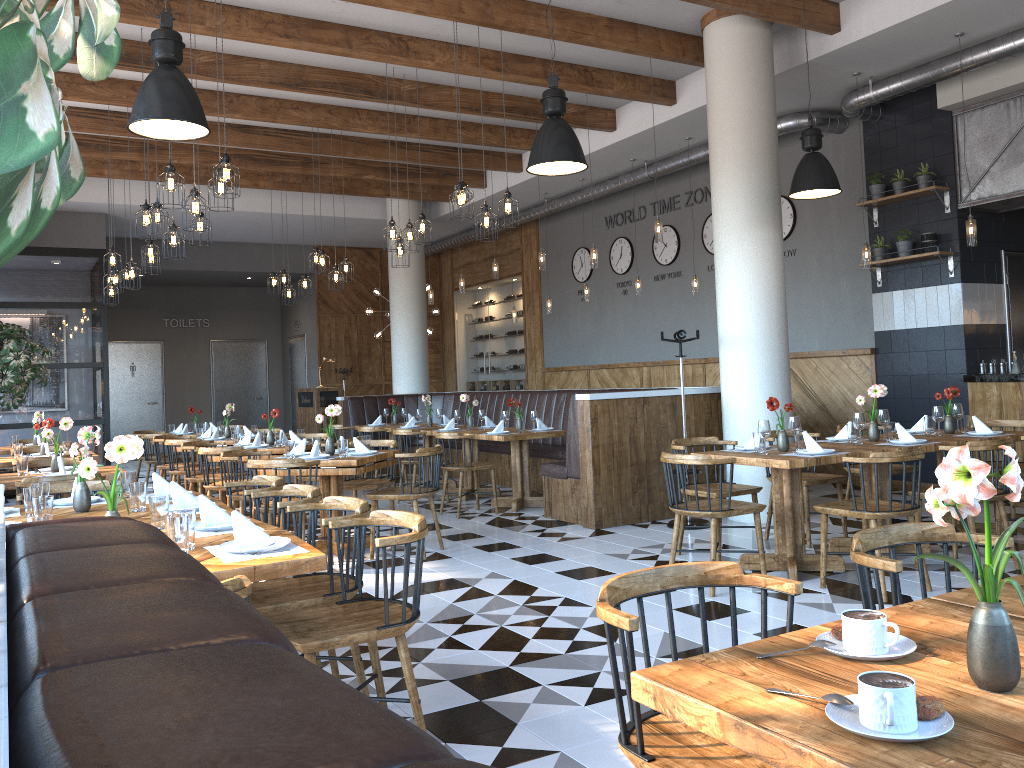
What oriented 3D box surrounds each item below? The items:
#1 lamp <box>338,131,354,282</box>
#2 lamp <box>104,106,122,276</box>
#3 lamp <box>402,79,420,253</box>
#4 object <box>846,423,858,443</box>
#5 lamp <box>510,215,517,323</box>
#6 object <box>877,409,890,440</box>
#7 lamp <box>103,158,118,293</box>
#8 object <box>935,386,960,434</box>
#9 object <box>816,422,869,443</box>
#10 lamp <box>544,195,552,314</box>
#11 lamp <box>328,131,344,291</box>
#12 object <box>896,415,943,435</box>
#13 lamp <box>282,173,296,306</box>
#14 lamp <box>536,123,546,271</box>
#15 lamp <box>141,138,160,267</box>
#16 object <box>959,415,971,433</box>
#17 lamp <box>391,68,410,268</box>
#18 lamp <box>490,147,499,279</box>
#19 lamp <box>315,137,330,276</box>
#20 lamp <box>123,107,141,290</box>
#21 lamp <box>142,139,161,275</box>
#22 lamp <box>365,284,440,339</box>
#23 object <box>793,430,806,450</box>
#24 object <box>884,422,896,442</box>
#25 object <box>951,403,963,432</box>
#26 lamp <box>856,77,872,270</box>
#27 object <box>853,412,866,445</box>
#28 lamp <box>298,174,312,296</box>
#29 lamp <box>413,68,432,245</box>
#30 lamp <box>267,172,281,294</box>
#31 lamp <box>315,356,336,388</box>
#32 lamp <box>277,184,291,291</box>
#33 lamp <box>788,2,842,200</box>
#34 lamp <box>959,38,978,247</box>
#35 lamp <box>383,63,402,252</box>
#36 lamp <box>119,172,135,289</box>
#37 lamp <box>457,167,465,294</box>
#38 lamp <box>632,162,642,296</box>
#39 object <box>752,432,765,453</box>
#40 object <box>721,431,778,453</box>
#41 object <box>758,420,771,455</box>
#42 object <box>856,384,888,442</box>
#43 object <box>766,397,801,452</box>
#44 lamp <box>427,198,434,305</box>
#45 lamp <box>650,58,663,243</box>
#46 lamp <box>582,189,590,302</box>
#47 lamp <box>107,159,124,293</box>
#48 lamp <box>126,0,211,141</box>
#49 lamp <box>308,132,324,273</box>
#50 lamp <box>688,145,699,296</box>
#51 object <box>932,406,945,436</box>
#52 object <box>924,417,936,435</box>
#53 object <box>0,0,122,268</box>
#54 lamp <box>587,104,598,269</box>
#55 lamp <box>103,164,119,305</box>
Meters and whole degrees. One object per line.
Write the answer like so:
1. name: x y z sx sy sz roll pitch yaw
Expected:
1. lamp: -2.077 -2.298 10.936 0.175 2.074 0.175 -3 -2 10
2. lamp: -4.313 -2.199 9.520 0.175 2.074 0.175 -3 -2 21
3. lamp: -1.071 -2.374 9.025 0.175 2.074 0.175 -3 -2 20
4. object: 2.363 0.342 6.144 0.080 0.132 0.080 -2 -2 0
5. lamp: 0.002 -1.957 14.178 0.078 1.967 0.078 -2 -2 2
6. object: 2.641 0.289 6.295 0.081 0.216 0.081 -1 -2 -38
7. lamp: -5.230 -2.214 11.495 0.175 2.074 0.175 -1 -2 -28
8. object: 3.223 0.193 6.534 0.156 0.356 0.171 -3 -2 8
9. object: 2.386 0.338 6.384 0.352 0.137 0.271 -2 0 -30
10. lamp: 0.522 -2.033 13.270 0.078 1.967 0.078 0 -3 -44
11. lamp: -2.159 -2.162 10.728 0.175 2.074 0.175 -4 -3 43
12. object: 3.125 0.305 6.809 0.352 0.137 0.271 -2 0 -30
13. lamp: -3.144 -2.129 12.393 0.175 2.074 0.175 -3 -2 14
14. lamp: 0.324 -2.345 10.652 0.078 1.967 0.078 -2 -2 -11
15. lamp: -3.965 -2.314 9.661 0.175 2.074 0.175 -1 -3 -35
16. object: 3.369 0.299 6.578 0.080 0.132 0.080 -2 -2 -15
17. lamp: -1.145 -2.196 8.819 0.175 2.074 0.175 -4 -3 31
18. lamp: -0.252 -2.360 11.656 0.078 1.967 0.078 -3 -2 5
19. lamp: -2.289 -2.331 10.558 0.175 2.074 0.175 -4 -3 32
20. lamp: -4.182 -2.074 9.698 0.175 2.074 0.175 -1 -3 -35
21. lamp: -4.034 -2.256 9.854 0.175 2.074 0.175 -4 -3 44
22. lamp: -1.983 -1.677 15.997 1.185 2.195 1.160 -3 -2 21
23. object: 1.858 0.365 5.709 0.080 0.132 0.080 -2 -2 5
24. object: 2.629 0.331 6.153 0.080 0.132 0.080 -2 -2 -15
25. object: 3.380 0.256 6.720 0.081 0.216 0.081 -1 -2 -38
26. lamp: 3.315 -2.068 8.405 0.078 1.967 0.078 -2 -2 2
27. object: 2.357 0.302 6.005 0.081 0.216 0.081 -3 -2 24
28. lamp: -2.929 -2.269 12.423 0.175 2.074 0.175 -2 -2 -20
29. lamp: -0.929 -2.436 8.878 0.175 2.074 0.175 -4 -3 31
30. lamp: -3.365 -2.295 12.418 0.175 2.074 0.175 -2 -2 3
31. lamp: -2.883 -0.050 13.669 0.170 0.758 0.445 -4 -2 35
32. lamp: -3.267 -2.356 12.603 0.175 2.074 0.175 -3 -2 14
33. lamp: 2.245 -2.360 6.713 0.390 1.868 0.390 -4 -3 38
34. lamp: 3.835 -2.144 7.497 0.078 1.967 0.078 0 -3 -44
35. lamp: -1.192 -2.324 8.606 0.175 2.074 0.175 -2 -2 -3
36. lamp: -5.024 -2.279 11.505 0.175 2.074 0.175 -2 -2 -17
37. lamp: -0.740 -2.258 12.508 0.078 1.967 0.078 0 -3 -44
38. lamp: 1.586 -2.120 11.414 0.078 1.967 0.078 -1 -2 -22
39. object: 1.592 0.376 5.701 0.080 0.132 0.080 -2 -2 0
40. object: 1.615 0.372 5.941 0.352 0.137 0.271 -2 0 -30
41. object: 1.586 0.335 5.561 0.081 0.216 0.081 -3 -2 24
42. object: 2.505 0.202 6.155 0.206 0.401 0.146 -3 -2 19
43. object: 1.787 0.256 5.771 0.295 0.356 0.166 -2 -2 -24
44. lamp: -1.260 -2.183 13.417 0.078 1.967 0.078 -2 -2 2
45. lamp: 1.409 -2.373 8.763 0.078 1.967 0.078 -4 -3 36
46. lamp: 1.010 -2.135 12.417 0.078 1.967 0.078 -3 -2 5
47. lamp: -5.000 -2.178 11.124 0.175 2.074 0.175 -4 -3 39
48. lamp: -1.735 -2.186 4.424 0.390 1.868 0.390 -4 -3 38
49. lamp: -2.400 -2.384 10.737 0.175 2.074 0.175 -4 -3 43
50. lamp: 2.124 -2.024 10.481 0.078 1.967 0.078 -3 -2 10
51. object: 3.096 0.269 6.430 0.081 0.216 0.081 -1 -2 -38
52. object: 3.102 0.310 6.570 0.080 0.132 0.080 -2 -2 0
53. object: -0.583 -0.074 0.632 1.752 2.785 1.479 -3 -2 18
54. lamp: 0.862 -2.249 9.719 0.078 1.967 0.078 -3 -2 10
55. lamp: -5.129 -2.043 11.295 0.175 2.074 0.175 -2 -2 -17
